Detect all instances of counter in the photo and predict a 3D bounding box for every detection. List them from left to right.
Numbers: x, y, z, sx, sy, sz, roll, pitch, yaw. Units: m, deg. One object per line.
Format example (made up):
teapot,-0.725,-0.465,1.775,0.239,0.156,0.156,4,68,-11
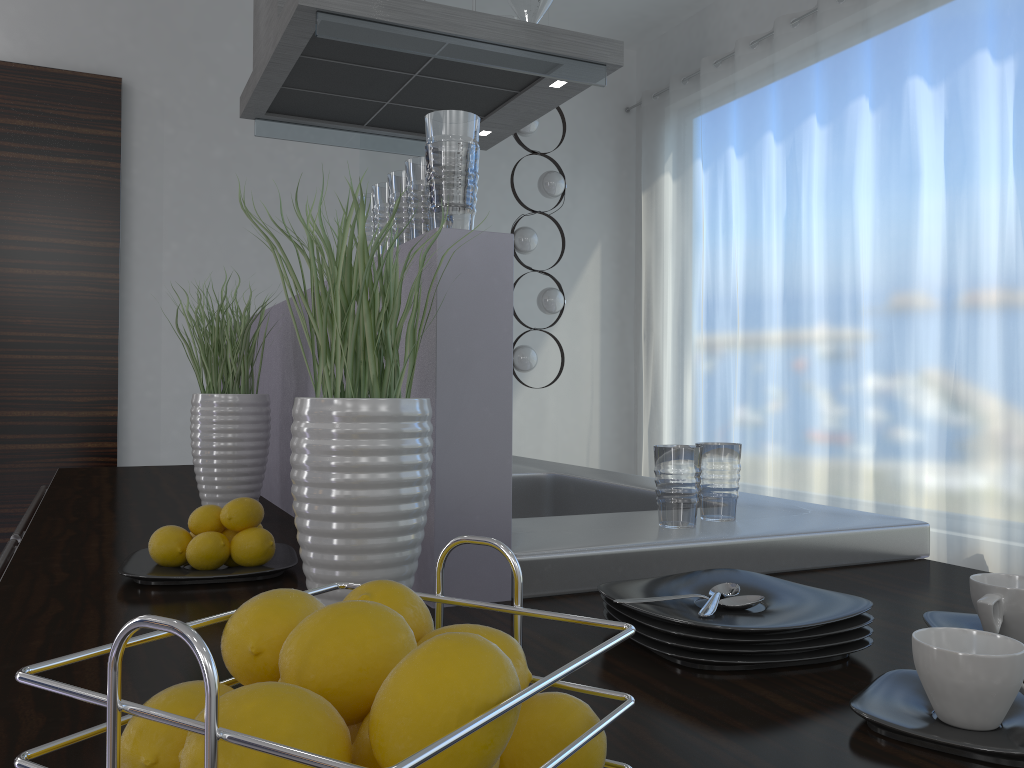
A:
counter,-0.165,0.471,1.611,1.302,1.300,3.291,1,-1,-25

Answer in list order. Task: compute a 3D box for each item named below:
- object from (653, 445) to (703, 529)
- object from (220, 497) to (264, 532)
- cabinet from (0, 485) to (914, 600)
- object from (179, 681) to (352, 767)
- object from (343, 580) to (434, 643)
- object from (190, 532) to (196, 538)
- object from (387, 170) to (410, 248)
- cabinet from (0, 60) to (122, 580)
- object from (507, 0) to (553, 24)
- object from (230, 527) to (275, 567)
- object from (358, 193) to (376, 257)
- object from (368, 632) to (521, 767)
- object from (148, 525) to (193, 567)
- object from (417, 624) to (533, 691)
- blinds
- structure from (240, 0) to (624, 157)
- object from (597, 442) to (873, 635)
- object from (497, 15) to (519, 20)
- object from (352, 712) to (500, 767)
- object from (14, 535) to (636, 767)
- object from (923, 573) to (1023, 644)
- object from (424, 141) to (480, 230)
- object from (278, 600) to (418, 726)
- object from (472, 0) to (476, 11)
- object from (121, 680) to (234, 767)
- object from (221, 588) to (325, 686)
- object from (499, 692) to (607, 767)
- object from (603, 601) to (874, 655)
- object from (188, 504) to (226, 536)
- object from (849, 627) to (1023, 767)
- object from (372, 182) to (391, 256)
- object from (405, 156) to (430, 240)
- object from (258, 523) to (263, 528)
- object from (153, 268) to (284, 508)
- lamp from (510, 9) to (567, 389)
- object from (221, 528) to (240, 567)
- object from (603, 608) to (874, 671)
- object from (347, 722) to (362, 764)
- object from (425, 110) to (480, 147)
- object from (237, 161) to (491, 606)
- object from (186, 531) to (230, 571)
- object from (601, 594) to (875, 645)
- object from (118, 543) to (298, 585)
object,0.245,0.151,1.312,0.071,0.119,0.072,1,-1,-25
object,-0.370,0.180,1.219,0.053,0.048,0.063,0,-1,31
cabinet,-0.178,0.695,1.606,1.377,0.852,3.285,1,-1,-25
object,-0.092,0.139,0.331,0.063,0.053,0.051,1,-1,-12
object,-0.068,0.133,0.467,0.057,0.060,0.052,1,-1,-37
object,-0.440,0.228,1.269,0.053,0.051,0.063,1,-1,-21
object,-0.145,-0.242,1.285,0.071,0.119,0.072,0,-1,15
cabinet,-3.502,-0.137,3.448,3.600,2.500,0.669,1,-1,-25
object,0.053,-1.055,2.640,0.137,0.174,0.137,0,-1,30
object,-0.350,0.221,1.199,0.063,0.053,0.051,0,-1,15
object,-0.213,-0.241,1.431,0.072,0.119,0.071,0,-1,25
object,-0.025,0.126,0.340,0.059,0.060,0.050,1,-1,-25
object,-0.467,0.223,1.217,0.060,0.058,0.070,1,-1,-26
object,-0.022,0.145,0.441,0.063,0.051,0.053,0,-1,21
blinds,1.500,-0.402,4.621,0.120,3.112,3.245,1,-1,-25
structure,-0.298,-1.455,2.761,0.915,1.231,0.981,1,-1,-25
object,0.224,0.163,1.099,0.269,0.147,0.646,0,-1,0
object,-0.027,-1.054,2.812,0.137,0.174,0.137,0,-1,30
object,-0.037,0.157,0.377,0.061,0.051,0.055,1,-1,-31
object,-0.069,0.168,0.390,0.189,0.174,0.207,0,-1,30
object,0.506,0.233,0.896,0.153,0.069,0.153,0,-1,9
object,-0.077,-0.243,1.138,0.071,0.119,0.072,0,-1,15
object,-0.073,0.125,0.399,0.063,0.053,0.051,1,-1,-23
object,-0.105,-1.081,2.456,0.125,0.221,0.125,0,-1,0
object,-0.135,0.151,0.371,0.053,0.052,0.061,1,-1,-12
object,-0.115,0.128,0.442,0.053,0.051,0.063,0,-1,22
object,0.014,0.174,0.419,0.060,0.055,0.053,0,-1,18
object,0.224,0.245,0.910,0.232,0.020,0.232,1,-1,-16
object,-0.422,0.190,1.231,0.053,0.047,0.061,1,-1,-22
object,0.346,0.230,0.675,0.153,0.069,0.153,0,-1,39
object,-0.179,-0.241,1.358,0.071,0.119,0.072,0,-1,15
object,-0.111,-0.242,1.211,0.071,0.119,0.072,0,-1,15
object,-0.393,0.225,1.300,0.052,0.054,0.061,0,-1,22
object,-0.571,0.013,1.720,0.247,0.502,0.269,1,-1,-25
lamp,0.153,-1.158,5.137,0.367,2.370,0.180,1,-1,-31
object,-0.381,0.225,1.242,0.071,0.060,0.057,1,-1,-23
object,0.224,0.255,0.910,0.232,0.020,0.232,1,-1,-16
object,-0.063,0.170,0.430,0.051,0.053,0.064,1,-1,-22
object,-0.077,-0.282,1.139,0.071,0.119,0.072,0,-1,15
object,-0.174,0.009,0.924,0.269,0.502,0.247,0,-1,18
object,-0.407,0.224,1.190,0.061,0.054,0.052,0,-1,42
object,0.224,0.235,0.910,0.232,0.020,0.232,1,-1,-21
object,-0.418,0.251,1.236,0.232,0.020,0.232,1,-1,-16
